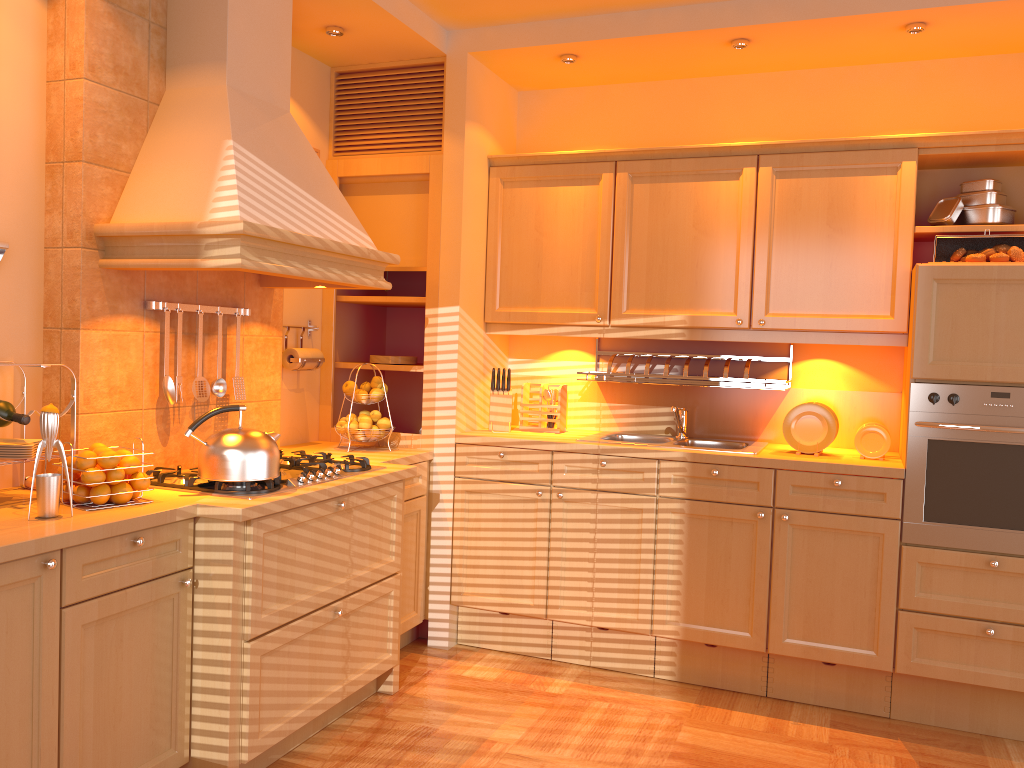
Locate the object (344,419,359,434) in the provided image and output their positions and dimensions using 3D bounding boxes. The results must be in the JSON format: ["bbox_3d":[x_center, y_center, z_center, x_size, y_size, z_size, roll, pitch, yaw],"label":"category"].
[{"bbox_3d":[-0.683,0.183,3.778,0.063,0.063,0.063,4,3,33],"label":"object"}]

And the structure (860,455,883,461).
[{"bbox_3d":[1.442,0.287,3.553,0.084,0.010,0.219,3,3,23],"label":"structure"}]

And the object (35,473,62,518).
[{"bbox_3d":[-1.173,0.283,2.244,0.060,0.106,0.060,2,3,-11],"label":"object"}]

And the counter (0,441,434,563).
[{"bbox_3d":[-0.959,0.332,2.947,0.770,0.038,2.250,3,3,21],"label":"counter"}]

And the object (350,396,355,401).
[{"bbox_3d":[-0.678,0.048,3.879,0.057,0.056,0.051,1,3,-19],"label":"object"}]

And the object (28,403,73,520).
[{"bbox_3d":[-1.175,0.193,2.226,0.101,0.288,0.088,3,3,21],"label":"object"}]

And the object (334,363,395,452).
[{"bbox_3d":[-0.639,0.097,3.862,0.265,0.376,0.265,1,3,-19],"label":"object"}]

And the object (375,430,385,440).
[{"bbox_3d":[-0.586,0.213,3.863,0.063,0.061,0.064,2,2,0],"label":"object"}]

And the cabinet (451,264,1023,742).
[{"bbox_3d":[1.247,0.392,3.595,3.000,1.700,0.625,3,3,21],"label":"cabinet"}]

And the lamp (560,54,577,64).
[{"bbox_3d":[0.244,-1.395,3.813,0.070,0.021,0.070,1,3,-18],"label":"lamp"}]

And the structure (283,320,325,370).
[{"bbox_3d":[-0.918,-0.171,3.860,0.126,0.220,0.320,3,3,21],"label":"structure"}]

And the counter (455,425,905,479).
[{"bbox_3d":[0.697,0.273,3.823,1.800,0.038,0.600,3,3,21],"label":"counter"}]

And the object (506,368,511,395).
[{"bbox_3d":[-0.018,0.060,4.061,0.019,0.265,0.037,2,2,5],"label":"object"}]

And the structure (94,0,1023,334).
[{"bbox_3d":[0.758,-0.783,3.125,4.091,1.148,1.061,2,2,-5],"label":"structure"}]

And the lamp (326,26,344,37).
[{"bbox_3d":[-0.714,-1.419,3.573,0.070,0.021,0.070,2,2,5],"label":"lamp"}]

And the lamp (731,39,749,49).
[{"bbox_3d":[0.914,-1.360,3.554,0.070,0.021,0.070,1,3,-29],"label":"lamp"}]

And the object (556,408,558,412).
[{"bbox_3d":[0.208,0.132,4.134,0.044,0.178,0.019,2,2,-2],"label":"object"}]

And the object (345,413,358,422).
[{"bbox_3d":[-0.692,0.156,3.832,0.055,0.058,0.056,0,3,-33],"label":"object"}]

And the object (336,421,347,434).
[{"bbox_3d":[-0.731,0.186,3.825,0.056,0.057,0.053,2,2,-2],"label":"object"}]

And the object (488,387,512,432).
[{"bbox_3d":[-0.053,0.117,4.075,0.100,0.200,0.070,2,2,-5],"label":"object"}]

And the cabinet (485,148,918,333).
[{"bbox_3d":[0.778,-0.602,3.909,1.792,0.712,0.332,3,3,21],"label":"cabinet"}]

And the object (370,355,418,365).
[{"bbox_3d":[-0.554,-0.111,4.155,0.222,0.039,0.222,4,3,39],"label":"object"}]

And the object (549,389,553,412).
[{"bbox_3d":[0.181,0.123,4.121,0.020,0.196,0.017,0,3,-43],"label":"object"}]

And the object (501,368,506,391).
[{"bbox_3d":[-0.042,0.060,4.060,0.019,0.265,0.038,2,2,5],"label":"object"}]

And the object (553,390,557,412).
[{"bbox_3d":[0.193,0.123,4.122,0.022,0.196,0.018,3,3,26],"label":"object"}]

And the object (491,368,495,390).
[{"bbox_3d":[-0.087,0.058,4.055,0.019,0.265,0.037,1,3,-14],"label":"object"}]

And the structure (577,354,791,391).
[{"bbox_3d":[0.764,-0.061,3.948,0.900,0.126,0.300,3,3,21],"label":"structure"}]

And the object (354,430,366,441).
[{"bbox_3d":[-0.655,0.217,3.819,0.052,0.056,0.057,1,3,-16],"label":"object"}]

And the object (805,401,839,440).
[{"bbox_3d":[1.251,0.173,3.687,0.205,0.200,0.049,3,3,23],"label":"object"}]

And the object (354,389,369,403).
[{"bbox_3d":[-0.651,0.053,3.826,0.064,0.058,0.063,1,3,-12],"label":"object"}]

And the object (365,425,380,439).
[{"bbox_3d":[-0.600,0.206,3.798,0.064,0.062,0.064,2,2,9],"label":"object"}]

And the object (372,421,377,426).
[{"bbox_3d":[-0.603,0.166,3.889,0.057,0.059,0.058,1,3,-15],"label":"object"}]

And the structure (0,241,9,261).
[{"bbox_3d":[-1.537,-0.355,2.345,0.069,0.118,0.405,3,3,22],"label":"structure"}]

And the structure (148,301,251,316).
[{"bbox_3d":[-1.082,-0.263,3.108,0.009,0.024,0.506,3,3,21],"label":"structure"}]

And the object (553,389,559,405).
[{"bbox_3d":[0.193,0.118,4.158,0.042,0.192,0.040,1,3,-19],"label":"object"}]

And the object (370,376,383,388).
[{"bbox_3d":[-0.588,-0.005,3.854,0.055,0.059,0.058,1,3,-22],"label":"object"}]

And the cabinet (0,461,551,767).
[{"bbox_3d":[-0.691,0.772,3.176,1.141,0.840,2.850,3,3,21],"label":"cabinet"}]

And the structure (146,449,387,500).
[{"bbox_3d":[-0.841,0.291,3.033,0.494,0.051,0.797,3,3,21],"label":"structure"}]

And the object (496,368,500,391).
[{"bbox_3d":[-0.066,0.059,4.057,0.019,0.265,0.038,2,2,5],"label":"object"}]

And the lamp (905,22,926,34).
[{"bbox_3d":[1.510,-1.329,3.317,0.070,0.021,0.070,1,3,-18],"label":"lamp"}]

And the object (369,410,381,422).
[{"bbox_3d":[-0.589,0.138,3.826,0.050,0.052,0.049,3,3,29],"label":"object"}]

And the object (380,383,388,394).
[{"bbox_3d":[-0.574,0.022,3.895,0.057,0.060,0.058,4,3,43],"label":"object"}]

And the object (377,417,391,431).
[{"bbox_3d":[-0.551,0.174,3.823,0.064,0.060,0.063,4,3,37],"label":"object"}]

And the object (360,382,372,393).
[{"bbox_3d":[-0.637,0.016,3.869,0.050,0.051,0.051,0,3,-44],"label":"object"}]

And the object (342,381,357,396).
[{"bbox_3d":[-0.700,0.018,3.836,0.063,0.064,0.061,4,3,31],"label":"object"}]

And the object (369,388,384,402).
[{"bbox_3d":[-0.588,0.047,3.844,0.063,0.063,0.064,4,3,38],"label":"object"}]

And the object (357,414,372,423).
[{"bbox_3d":[-0.633,0.158,3.813,0.063,0.061,0.063,2,2,-5],"label":"object"}]

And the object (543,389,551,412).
[{"bbox_3d":[0.165,0.119,4.118,0.042,0.192,0.040,1,3,-18],"label":"object"}]

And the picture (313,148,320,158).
[{"bbox_3d":[-0.948,-0.810,3.861,0.007,0.491,0.366,3,3,21],"label":"picture"}]

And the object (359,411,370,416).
[{"bbox_3d":[-0.641,0.136,3.864,0.051,0.048,0.050,0,3,-35],"label":"object"}]

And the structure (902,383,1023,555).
[{"bbox_3d":[1.692,0.301,3.097,0.576,0.583,0.066,3,3,21],"label":"structure"}]

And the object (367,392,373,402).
[{"bbox_3d":[-0.621,0.050,3.898,0.058,0.059,0.058,0,3,-37],"label":"object"}]

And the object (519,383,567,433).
[{"bbox_3d":[0.148,0.110,4.166,0.200,0.221,0.103,3,3,22],"label":"object"}]

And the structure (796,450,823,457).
[{"bbox_3d":[1.213,0.277,3.610,0.084,0.010,0.219,3,3,25],"label":"structure"}]

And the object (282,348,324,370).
[{"bbox_3d":[-0.909,-0.109,3.858,0.096,0.094,0.186,3,3,22],"label":"object"}]

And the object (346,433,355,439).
[{"bbox_3d":[-0.697,0.218,3.852,0.046,0.043,0.047,1,3,-18],"label":"object"}]

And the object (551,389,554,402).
[{"bbox_3d":[0.184,0.122,4.143,0.018,0.196,0.023,3,3,26],"label":"object"}]

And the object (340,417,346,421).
[{"bbox_3d":[-0.739,0.169,3.916,0.044,0.047,0.046,4,3,42],"label":"object"}]

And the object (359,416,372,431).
[{"bbox_3d":[-0.620,0.168,3.759,0.056,0.063,0.065,2,2,-3],"label":"object"}]
